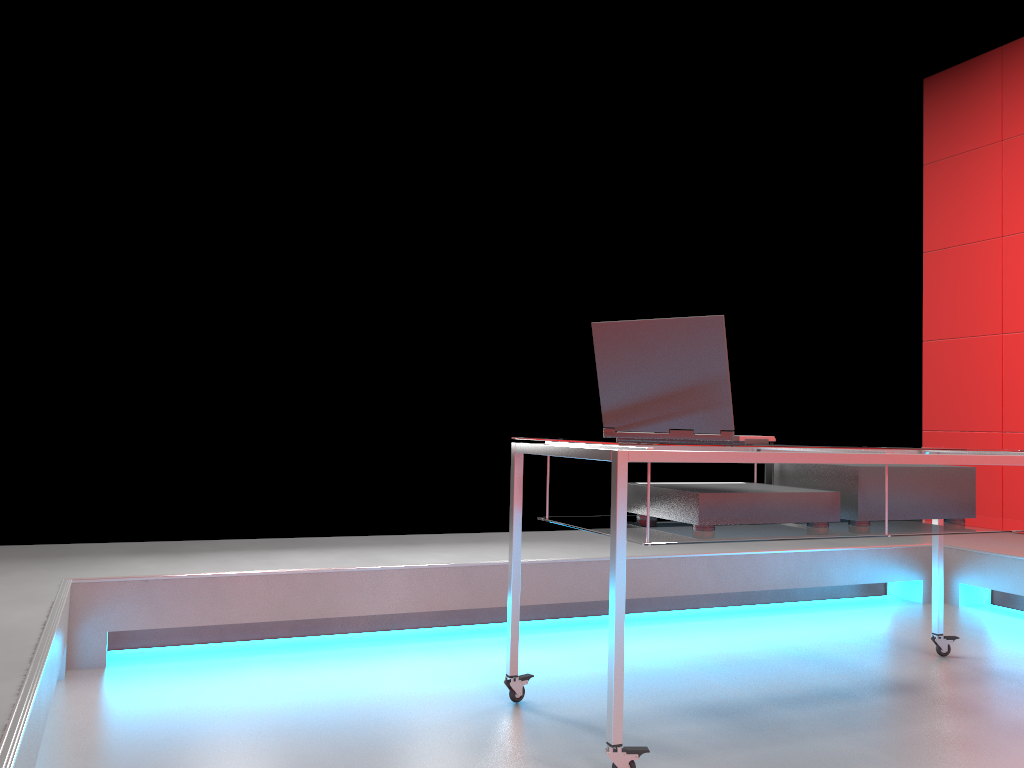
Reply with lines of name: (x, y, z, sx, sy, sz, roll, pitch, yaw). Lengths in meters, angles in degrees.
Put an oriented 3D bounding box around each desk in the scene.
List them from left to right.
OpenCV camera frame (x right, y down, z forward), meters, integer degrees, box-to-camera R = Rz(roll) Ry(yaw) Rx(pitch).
desk: (0.834, 0.509, 2.388, 1.617, 0.690, 0.594, 3, -3, -24)

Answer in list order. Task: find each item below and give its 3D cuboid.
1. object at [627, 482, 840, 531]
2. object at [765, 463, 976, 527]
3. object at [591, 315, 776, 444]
object: (0.567, 0.319, 2.345, 0.435, 0.092, 0.365, 3, -3, -24)
object: (1.017, 0.307, 2.547, 0.431, 0.158, 0.371, 3, -3, -24)
object: (0.425, 0.000, 2.182, 0.342, 0.285, 0.340, -1, -3, 36)
